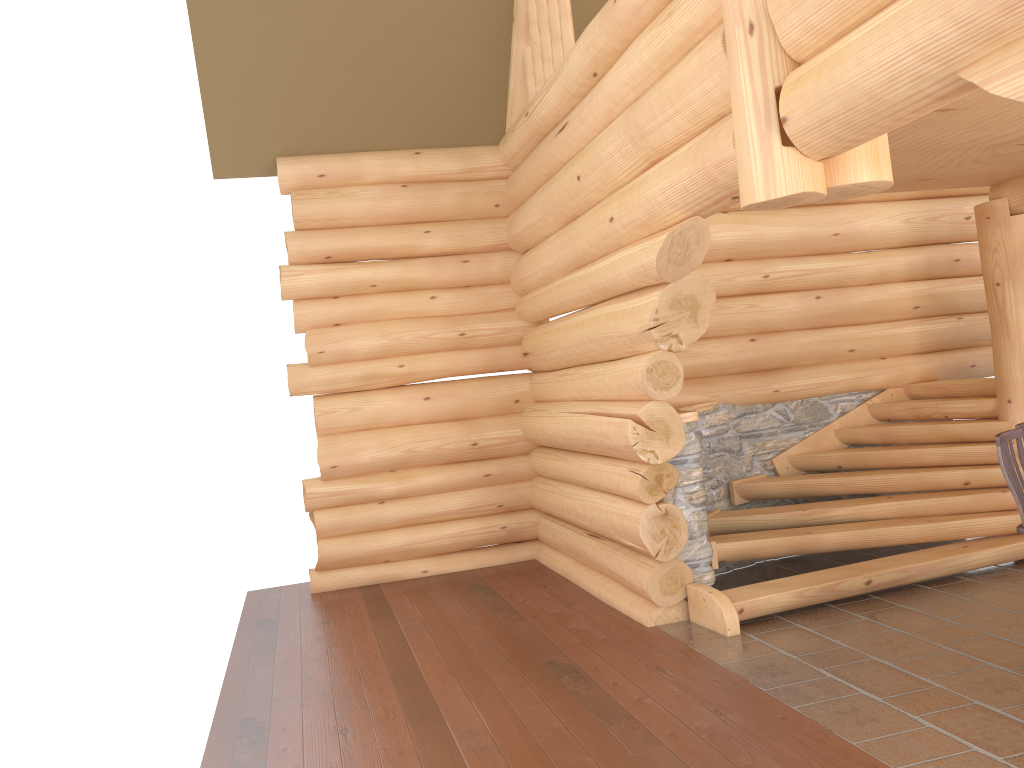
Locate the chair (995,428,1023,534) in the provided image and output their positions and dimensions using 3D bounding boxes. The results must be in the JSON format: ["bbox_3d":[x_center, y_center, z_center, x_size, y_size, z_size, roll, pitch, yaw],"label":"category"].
[{"bbox_3d":[2.811,0.891,4.468,0.504,1.319,0.406,-6,0,45],"label":"chair"}]

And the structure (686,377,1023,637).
[{"bbox_3d":[2.725,0.749,7.501,3.604,1.643,1.951,-6,0,-20],"label":"structure"}]

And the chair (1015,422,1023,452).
[{"bbox_3d":[3.156,0.853,4.857,0.406,1.319,0.504,-6,0,-34],"label":"chair"}]
